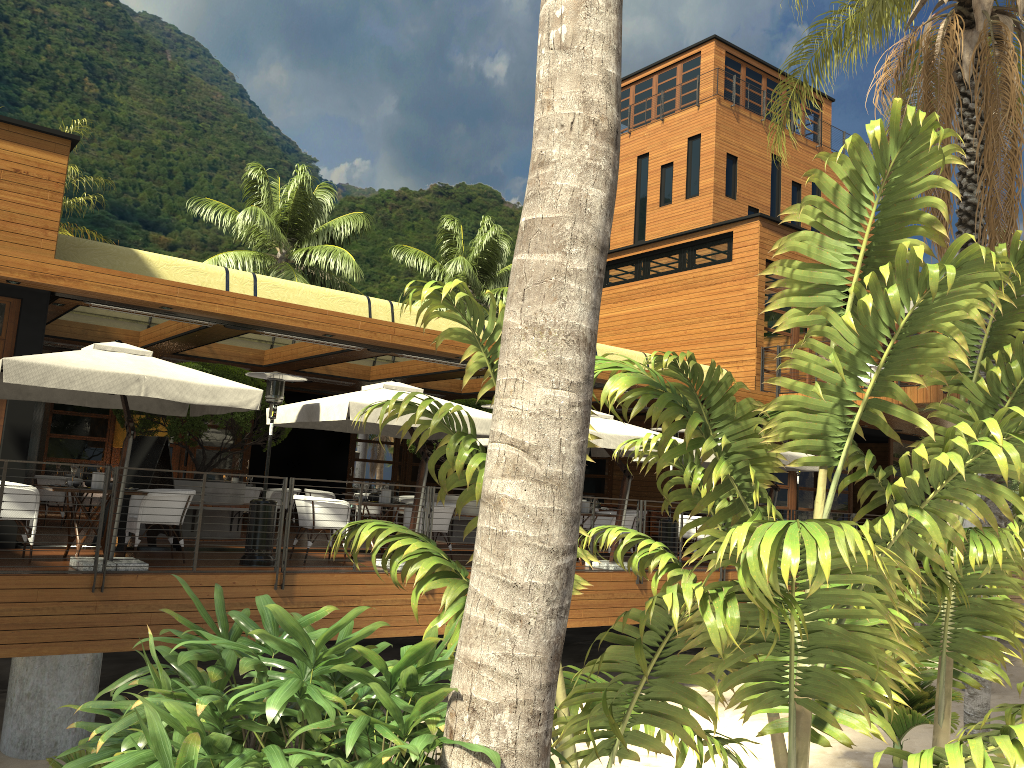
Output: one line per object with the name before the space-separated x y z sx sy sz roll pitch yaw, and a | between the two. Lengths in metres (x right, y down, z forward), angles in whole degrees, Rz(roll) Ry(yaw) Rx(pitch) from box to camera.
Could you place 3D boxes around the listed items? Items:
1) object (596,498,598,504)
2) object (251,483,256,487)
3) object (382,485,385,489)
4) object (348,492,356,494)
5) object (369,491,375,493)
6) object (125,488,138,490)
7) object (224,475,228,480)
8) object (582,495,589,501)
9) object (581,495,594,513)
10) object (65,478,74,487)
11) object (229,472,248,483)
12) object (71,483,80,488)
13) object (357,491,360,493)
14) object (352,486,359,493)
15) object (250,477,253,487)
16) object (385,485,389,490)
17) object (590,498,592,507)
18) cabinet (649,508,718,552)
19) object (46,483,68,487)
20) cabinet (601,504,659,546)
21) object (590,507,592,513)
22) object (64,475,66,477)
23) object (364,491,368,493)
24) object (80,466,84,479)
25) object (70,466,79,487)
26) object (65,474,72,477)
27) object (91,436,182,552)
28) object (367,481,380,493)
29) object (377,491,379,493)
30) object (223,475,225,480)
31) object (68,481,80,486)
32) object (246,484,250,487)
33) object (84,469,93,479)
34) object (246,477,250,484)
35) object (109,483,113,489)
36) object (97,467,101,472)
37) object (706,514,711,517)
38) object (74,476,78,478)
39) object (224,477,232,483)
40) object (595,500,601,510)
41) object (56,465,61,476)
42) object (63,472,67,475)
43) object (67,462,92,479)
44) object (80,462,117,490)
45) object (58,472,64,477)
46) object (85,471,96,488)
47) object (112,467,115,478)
object | 1.691 2.398 17.822 0.082 0.227 0.082 2 -8 15
object | -4.741 1.867 16.233 0.086 0.086 0.086 1 -8 17
object | -2.574 2.119 17.778 0.082 0.227 0.082 6 -8 -18
object | -3.200 2.181 17.758 0.170 0.025 0.294 5 -7 -14
object | -2.795 2.183 17.722 0.116 0.065 0.115 3 -7 7
object | -4.171 1.132 9.597 0.170 0.025 0.294 9 -9 -37
object | -5.161 1.735 15.980 0.082 0.227 0.082 11 -11 -43
object | 1.438 2.351 17.699 0.263 0.264 0.263 2 -8 9
object | 1.085 1.787 13.214 0.263 0.264 0.263 3 -7 8
object | -4.663 1.039 9.345 0.086 0.086 0.086 8 -9 -32
object | -5.019 1.761 16.246 0.263 0.264 0.263 8 -9 -33
object | -4.523 1.051 9.186 0.080 0.042 0.080 -3 -10 44
object | -3.061 2.183 17.867 0.116 0.065 0.116 6 -7 -16
object | -3.185 2.143 18.085 0.163 0.179 0.167 6 -8 -16
object | -4.754 1.781 16.141 0.082 0.227 0.082 8 -9 -27
object | -1.642 1.437 11.642 0.082 0.227 0.082 -3 -11 42
object | 1.540 2.339 17.415 0.082 0.227 0.082 4 -8 -2
cabinet | 3.648 3.083 18.670 0.556 0.840 1.609 9 -9 -36
object | -4.681 1.043 9.131 0.170 0.025 0.294 9 -9 -37
cabinet | 2.667 3.176 19.958 0.556 0.840 1.609 9 -9 -36
object | 1.177 1.904 13.397 0.086 0.086 0.086 8 -9 -32
object | -7.275 1.507 14.414 0.080 0.042 0.080 -1 -8 32
object | -2.900 2.156 17.651 0.086 0.086 0.086 0 -8 26
object | -6.917 1.412 14.243 0.082 0.227 0.082 5 -8 -13
object | -4.513 0.947 9.121 0.082 0.227 0.082 9 -10 -36
object | -7.117 1.485 14.246 0.116 0.065 0.116 7 -8 -26
object | -4.576 1.344 11.016 0.768 1.400 0.770 -2 -10 37
object | -2.830 2.106 17.937 0.263 0.264 0.263 6 -8 -19
object | -2.743 2.233 18.203 0.086 0.086 0.086 0 -8 26
object | -5.312 1.773 16.377 0.082 0.227 0.082 8 -9 -27
object | -4.584 1.046 9.265 0.116 0.065 0.116 8 -8 -32
object | -4.838 1.882 16.317 0.116 0.065 0.116 5 -7 -12
object | -6.784 1.448 14.244 0.163 0.179 0.167 3 -7 1
object | -4.929 1.816 16.527 0.082 0.227 0.082 9 -9 -32
object | -4.265 1.091 9.469 0.116 0.065 0.116 8 -8 -32
object | -6.848 1.469 14.672 0.082 0.227 0.082 3 -8 4
object | 3.407 2.285 15.371 0.086 0.086 0.086 9 -9 -36
object | -7.016 1.503 14.246 0.080 0.042 0.080 4 -7 -3
object | -5.084 1.753 15.864 0.163 0.179 0.167 7 -8 -26
object | 1.672 2.371 17.390 0.163 0.179 0.167 2 -8 12
object | -7.336 1.395 14.322 0.082 0.227 0.082 3 -8 4
object | -7.414 1.511 14.708 0.086 0.086 0.086 9 -9 -37
object | -7.071 1.419 14.502 0.263 0.264 0.263 4 -7 -2
object | -4.274 0.959 9.213 0.263 0.264 0.263 3 -7 8
object | -7.250 1.466 14.253 0.086 0.086 0.086 10 -10 -42
object | -4.458 1.017 9.444 0.163 0.179 0.167 10 -10 -38
object | -4.325 1.022 9.638 0.082 0.227 0.082 9 -10 -36
